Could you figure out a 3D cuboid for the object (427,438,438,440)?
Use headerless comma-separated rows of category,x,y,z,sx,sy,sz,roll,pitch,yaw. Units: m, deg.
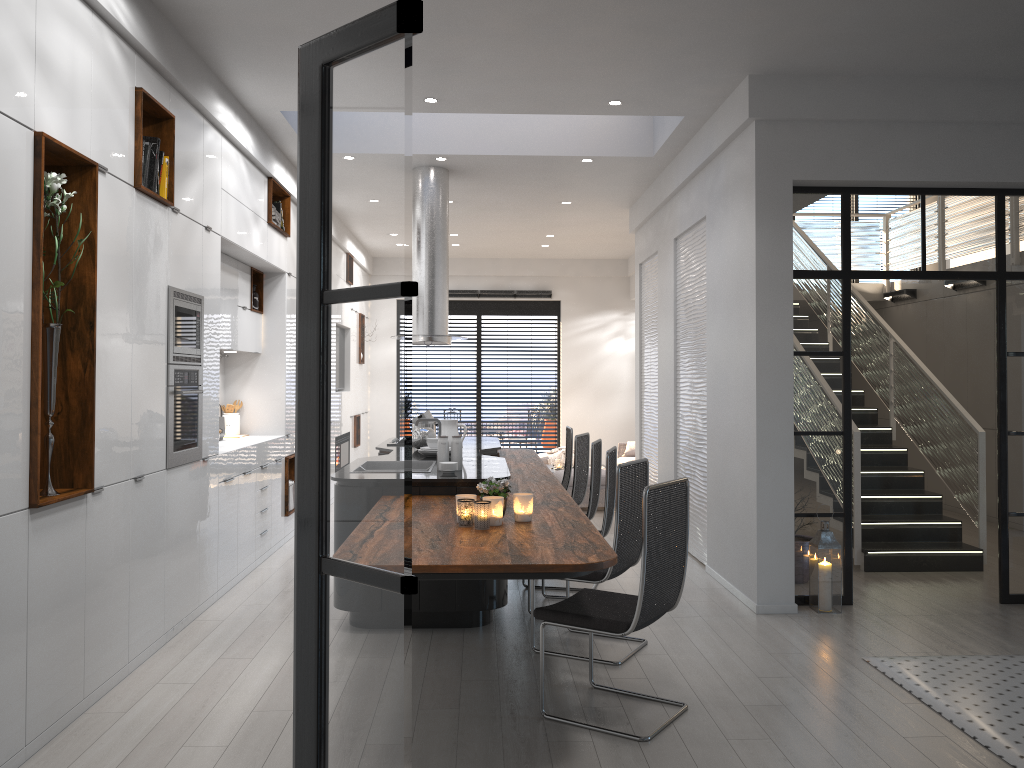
object,-0.560,0.427,6.521,0.138,0.051,0.138,0,0,-22

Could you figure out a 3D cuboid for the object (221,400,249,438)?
object,-2.406,0.296,7.612,0.221,0.316,0.330,0,0,-2

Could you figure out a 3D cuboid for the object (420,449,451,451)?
object,-0.560,0.489,6.520,0.229,0.016,0.229,0,0,-5

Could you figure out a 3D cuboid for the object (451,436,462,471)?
object,-0.341,0.424,5.476,0.071,0.219,0.071,0,-1,24

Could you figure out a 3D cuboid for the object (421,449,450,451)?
object,-0.560,0.485,6.520,0.229,0.016,0.229,0,0,-5

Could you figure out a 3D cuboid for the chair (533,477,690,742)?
chair,0.437,0.919,3.871,0.536,1.019,0.470,0,-1,33

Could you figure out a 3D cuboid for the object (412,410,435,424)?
object,-0.814,0.338,7.999,0.249,0.212,0.256,0,0,33

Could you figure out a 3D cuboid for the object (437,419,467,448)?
object,-0.478,0.401,6.804,0.211,0.254,0.183,0,-1,32

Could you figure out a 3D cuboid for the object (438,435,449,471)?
object,-0.424,0.424,5.464,0.071,0.219,0.071,1,-1,-38

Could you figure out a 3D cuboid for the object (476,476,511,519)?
object,-0.082,0.529,4.113,0.151,0.206,0.157,0,-1,15

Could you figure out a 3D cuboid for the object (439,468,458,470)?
object,-0.380,0.516,5.318,0.111,0.023,0.111,0,0,10

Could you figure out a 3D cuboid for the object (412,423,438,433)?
object,-0.807,0.424,8.000,0.266,0.147,0.253,0,0,41

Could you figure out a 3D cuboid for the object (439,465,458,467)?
object,-0.380,0.496,5.319,0.111,0.023,0.111,0,0,10

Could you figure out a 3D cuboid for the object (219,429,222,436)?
object,-2.156,0.387,5.964,0.380,0.148,0.263,0,0,-2

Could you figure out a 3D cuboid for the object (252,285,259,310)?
object,-2.273,-0.749,7.725,0.123,0.231,0.123,0,-1,-1

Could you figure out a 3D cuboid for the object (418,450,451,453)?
object,-0.560,0.506,6.520,0.264,0.033,0.264,0,0,34

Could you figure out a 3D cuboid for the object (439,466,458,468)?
object,-0.380,0.503,5.319,0.111,0.023,0.111,0,0,10

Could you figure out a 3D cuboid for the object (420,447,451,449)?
object,-0.560,0.475,6.520,0.229,0.016,0.229,0,0,-5

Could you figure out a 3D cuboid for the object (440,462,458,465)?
object,-0.380,0.483,5.319,0.111,0.023,0.111,0,0,10

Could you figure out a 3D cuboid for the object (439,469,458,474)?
object,-0.380,0.522,5.318,0.111,0.023,0.111,0,0,10

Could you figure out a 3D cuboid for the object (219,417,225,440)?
object,-2.395,0.358,7.063,0.177,0.195,0.260,0,0,-2

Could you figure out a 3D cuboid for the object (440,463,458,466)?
object,-0.380,0.490,5.319,0.111,0.023,0.111,0,0,10

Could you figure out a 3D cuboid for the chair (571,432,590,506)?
chair,0.315,0.906,7.157,0.536,1.019,0.470,0,-1,18

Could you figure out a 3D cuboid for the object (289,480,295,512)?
object,-2.114,0.987,8.037,0.250,0.323,0.241,0,-1,-2

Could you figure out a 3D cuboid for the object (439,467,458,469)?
object,-0.380,0.509,5.318,0.111,0.023,0.111,0,0,10

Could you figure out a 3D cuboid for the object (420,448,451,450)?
object,-0.560,0.480,6.520,0.229,0.016,0.229,0,0,-5

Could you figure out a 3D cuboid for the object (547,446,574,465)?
object,0.698,1.038,12.189,0.418,0.355,0.760,0,0,6

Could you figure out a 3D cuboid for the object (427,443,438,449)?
object,-0.560,0.456,6.521,0.138,0.051,0.138,0,0,-22

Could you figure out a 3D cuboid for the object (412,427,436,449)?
object,-0.714,0.439,7.135,0.211,0.174,0.211,0,0,5

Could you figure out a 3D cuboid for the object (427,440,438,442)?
object,-0.560,0.438,6.521,0.138,0.051,0.138,0,0,-22

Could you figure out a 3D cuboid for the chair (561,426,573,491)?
chair,0.268,0.902,8.119,0.536,1.019,0.470,0,-1,-2

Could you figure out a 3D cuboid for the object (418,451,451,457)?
object,-0.560,0.513,6.519,0.264,0.033,0.264,0,0,34

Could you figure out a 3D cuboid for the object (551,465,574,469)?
object,0.607,1.035,11.093,0.333,0.030,0.583,0,0,-39

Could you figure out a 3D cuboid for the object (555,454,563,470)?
object,0.579,0.958,10.906,0.110,0.183,0.119,0,-1,4

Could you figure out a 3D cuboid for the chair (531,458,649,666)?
chair,0.413,0.915,4.809,0.536,1.019,0.470,0,-1,28

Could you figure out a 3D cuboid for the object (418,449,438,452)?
object,-0.560,0.500,6.520,0.264,0.033,0.264,0,0,34

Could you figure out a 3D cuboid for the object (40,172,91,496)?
object,-1.895,-0.216,3.631,0.268,1.343,0.268,0,-1,24
